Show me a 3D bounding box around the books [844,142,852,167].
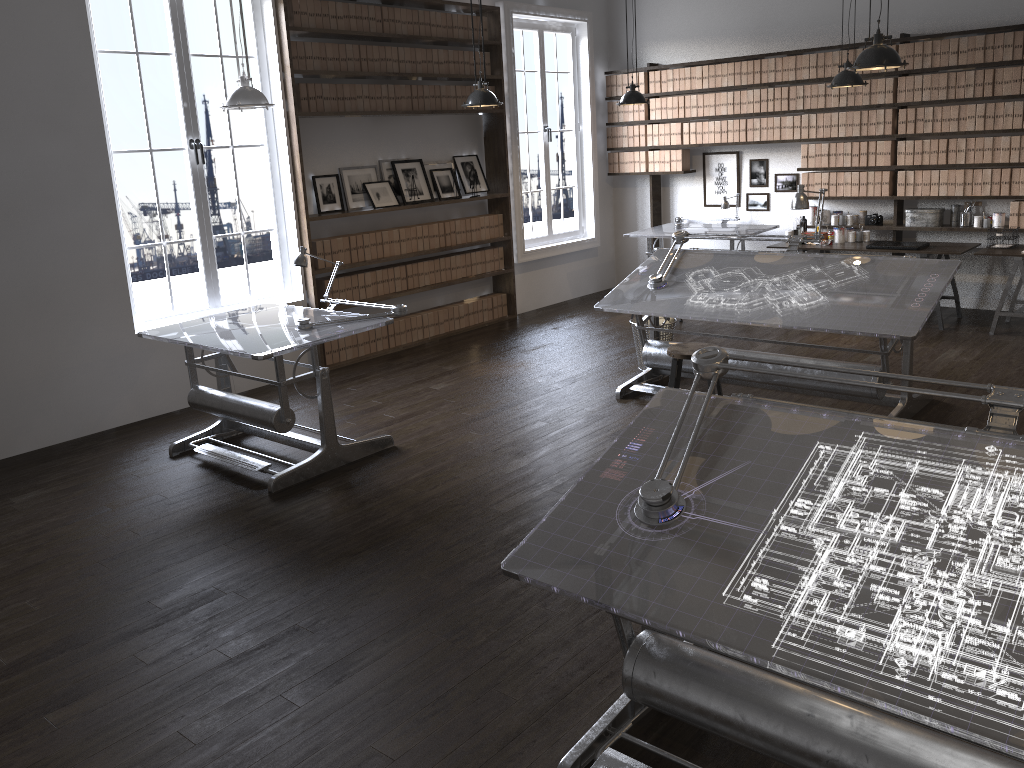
[{"bbox_3d":[3.169,-2.146,8.281,0.067,0.223,0.176,7,17,40],"label":"books"}]

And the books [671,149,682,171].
[{"bbox_3d":[1.769,-2.389,9.466,0.067,0.223,0.176,8,17,40],"label":"books"}]

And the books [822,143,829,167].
[{"bbox_3d":[3.009,-2.173,8.414,0.067,0.223,0.176,7,17,40],"label":"books"}]

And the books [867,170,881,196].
[{"bbox_3d":[3.350,-1.858,8.202,0.067,0.223,0.176,7,17,40],"label":"books"}]

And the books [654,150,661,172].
[{"bbox_3d":[1.614,-2.414,9.591,0.067,0.223,0.176,7,17,40],"label":"books"}]

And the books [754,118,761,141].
[{"bbox_3d":[2.471,-2.524,8.798,0.067,0.223,0.176,8,17,40],"label":"books"}]

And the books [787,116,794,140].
[{"bbox_3d":[2.729,-2.480,8.582,0.067,0.223,0.176,7,17,40],"label":"books"}]

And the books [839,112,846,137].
[{"bbox_3d":[3.114,-2.421,8.257,0.067,0.223,0.176,7,17,40],"label":"books"}]

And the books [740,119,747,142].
[{"bbox_3d":[2.359,-2.543,8.891,0.067,0.223,0.176,7,17,40],"label":"books"}]

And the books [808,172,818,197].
[{"bbox_3d":[2.930,-1.930,8.557,0.067,0.223,0.176,8,17,40],"label":"books"}]

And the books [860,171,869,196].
[{"bbox_3d":[3.299,-1.865,8.240,0.067,0.223,0.176,8,17,40],"label":"books"}]

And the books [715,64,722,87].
[{"bbox_3d":[2.127,-3.112,8.949,0.067,0.223,0.176,7,17,40],"label":"books"}]

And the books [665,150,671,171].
[{"bbox_3d":[1.711,-2.397,9.505,0.067,0.223,0.176,8,17,40],"label":"books"}]

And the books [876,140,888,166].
[{"bbox_3d":[3.396,-2.108,8.093,0.067,0.223,0.176,8,17,40],"label":"books"}]

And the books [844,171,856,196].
[{"bbox_3d":[3.191,-1.885,8.335,0.067,0.223,0.176,7,17,40],"label":"books"}]

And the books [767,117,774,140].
[{"bbox_3d":[2.581,-2.507,8.710,0.067,0.223,0.176,7,17,40],"label":"books"}]

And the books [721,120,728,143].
[{"bbox_3d":[2.203,-2.570,9.020,0.067,0.223,0.176,8,17,40],"label":"books"}]

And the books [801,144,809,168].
[{"bbox_3d":[2.856,-2.200,8.544,0.067,0.223,0.176,7,17,40],"label":"books"}]

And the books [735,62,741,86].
[{"bbox_3d":[2.286,-3.082,8.806,0.067,0.223,0.176,7,17,40],"label":"books"}]

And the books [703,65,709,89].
[{"bbox_3d":[2.017,-3.129,9.034,0.067,0.223,0.176,8,17,40],"label":"books"}]

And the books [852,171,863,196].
[{"bbox_3d":[3.244,-1.874,8.286,0.067,0.223,0.176,7,17,40],"label":"books"}]

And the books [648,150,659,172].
[{"bbox_3d":[1.558,-2.423,9.636,0.067,0.223,0.176,8,17,40],"label":"books"}]

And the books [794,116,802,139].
[{"bbox_3d":[2.783,-2.470,8.534,0.067,0.223,0.176,8,17,40],"label":"books"}]

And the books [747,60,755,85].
[{"bbox_3d":[2.388,-3.067,8.728,0.067,0.223,0.176,7,17,40],"label":"books"}]

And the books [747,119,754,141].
[{"bbox_3d":[2.419,-2.535,8.847,0.067,0.223,0.176,8,17,40],"label":"books"}]

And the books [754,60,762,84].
[{"bbox_3d":[2.441,-3.056,8.677,0.067,0.223,0.176,8,17,40],"label":"books"}]

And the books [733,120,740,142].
[{"bbox_3d":[2.306,-2.554,8.943,0.067,0.223,0.176,8,17,40],"label":"books"}]

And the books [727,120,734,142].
[{"bbox_3d":[2.254,-2.562,8.983,0.067,0.223,0.176,7,17,40],"label":"books"}]

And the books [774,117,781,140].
[{"bbox_3d":[2.629,-2.496,8.663,0.067,0.223,0.176,8,17,40],"label":"books"}]

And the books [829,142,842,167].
[{"bbox_3d":[3.064,-2.166,8.375,0.067,0.223,0.176,8,17,40],"label":"books"}]

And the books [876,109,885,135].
[{"bbox_3d":[3.371,-2.376,8.038,0.067,0.223,0.176,8,17,40],"label":"books"}]

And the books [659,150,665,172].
[{"bbox_3d":[1.663,-2.407,9.552,0.067,0.223,0.176,7,17,40],"label":"books"}]

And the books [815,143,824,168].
[{"bbox_3d":[2.961,-2.183,8.460,0.067,0.223,0.176,8,17,40],"label":"books"}]

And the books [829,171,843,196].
[{"bbox_3d":[3.086,-1.904,8.426,0.067,0.223,0.176,8,17,40],"label":"books"}]

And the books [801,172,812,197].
[{"bbox_3d":[2.876,-1.938,8.597,0.067,0.223,0.176,7,17,40],"label":"books"}]

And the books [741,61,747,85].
[{"bbox_3d":[2.337,-3.075,8.769,0.067,0.223,0.176,8,17,40],"label":"books"}]

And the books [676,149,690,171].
[{"bbox_3d":[1.821,-2.380,9.420,0.067,0.223,0.176,8,17,40],"label":"books"}]

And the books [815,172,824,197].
[{"bbox_3d":[2.976,-1.922,8.516,0.067,0.223,0.176,8,17,40],"label":"books"}]

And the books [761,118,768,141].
[{"bbox_3d":[2.527,-2.516,8.756,0.067,0.223,0.176,7,17,40],"label":"books"}]

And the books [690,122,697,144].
[{"bbox_3d":[1.934,-2.616,9.248,0.067,0.223,0.176,7,17,40],"label":"books"}]

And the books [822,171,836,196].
[{"bbox_3d":[3.030,-1.912,8.468,0.067,0.223,0.176,7,17,40],"label":"books"}]

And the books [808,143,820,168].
[{"bbox_3d":[2.912,-2.191,8.499,0.067,0.223,0.176,8,17,40],"label":"books"}]

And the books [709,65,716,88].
[{"bbox_3d":[2.073,-3.121,8.992,0.067,0.223,0.176,7,17,40],"label":"books"}]

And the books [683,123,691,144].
[{"bbox_3d":[1.873,-2.628,9.302,0.067,0.223,0.176,7,17,40],"label":"books"}]

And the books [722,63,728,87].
[{"bbox_3d":[2.178,-3.102,8.901,0.067,0.223,0.176,8,17,40],"label":"books"}]

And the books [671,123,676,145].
[{"bbox_3d":[1.757,-2.655,9.399,0.067,0.223,0.176,8,17,40],"label":"books"}]

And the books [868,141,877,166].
[{"bbox_3d":[3.340,-2.119,8.143,0.067,0.223,0.176,7,17,40],"label":"books"}]

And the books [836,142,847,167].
[{"bbox_3d":[3.118,-2.157,8.329,0.067,0.223,0.176,8,17,40],"label":"books"}]

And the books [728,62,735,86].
[{"bbox_3d":[2.231,-3.092,8.852,0.067,0.223,0.176,8,17,40],"label":"books"}]

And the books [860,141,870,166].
[{"bbox_3d":[3.280,-2.127,8.187,0.067,0.223,0.176,8,17,40],"label":"books"}]

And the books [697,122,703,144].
[{"bbox_3d":[1.990,-2.608,9.206,0.067,0.223,0.176,8,17,40],"label":"books"}]

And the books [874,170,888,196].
[{"bbox_3d":[3.402,-1.850,8.162,0.067,0.223,0.176,8,17,40],"label":"books"}]

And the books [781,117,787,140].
[{"bbox_3d":[2.683,-2.489,8.623,0.067,0.223,0.176,7,17,40],"label":"books"}]

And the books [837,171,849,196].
[{"bbox_3d":[3.141,-1.895,8.383,0.067,0.223,0.176,8,17,40],"label":"books"}]

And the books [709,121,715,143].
[{"bbox_3d":[2.095,-2.589,9.115,0.067,0.223,0.176,7,17,40],"label":"books"}]

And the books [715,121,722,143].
[{"bbox_3d":[2.148,-2.579,9.066,0.067,0.223,0.176,7,17,40],"label":"books"}]

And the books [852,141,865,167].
[{"bbox_3d":[3.227,-2.138,8.239,0.067,0.223,0.176,7,17,40],"label":"books"}]

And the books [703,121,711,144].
[{"bbox_3d":[2.045,-2.599,9.163,0.067,0.223,0.176,8,17,40],"label":"books"}]
